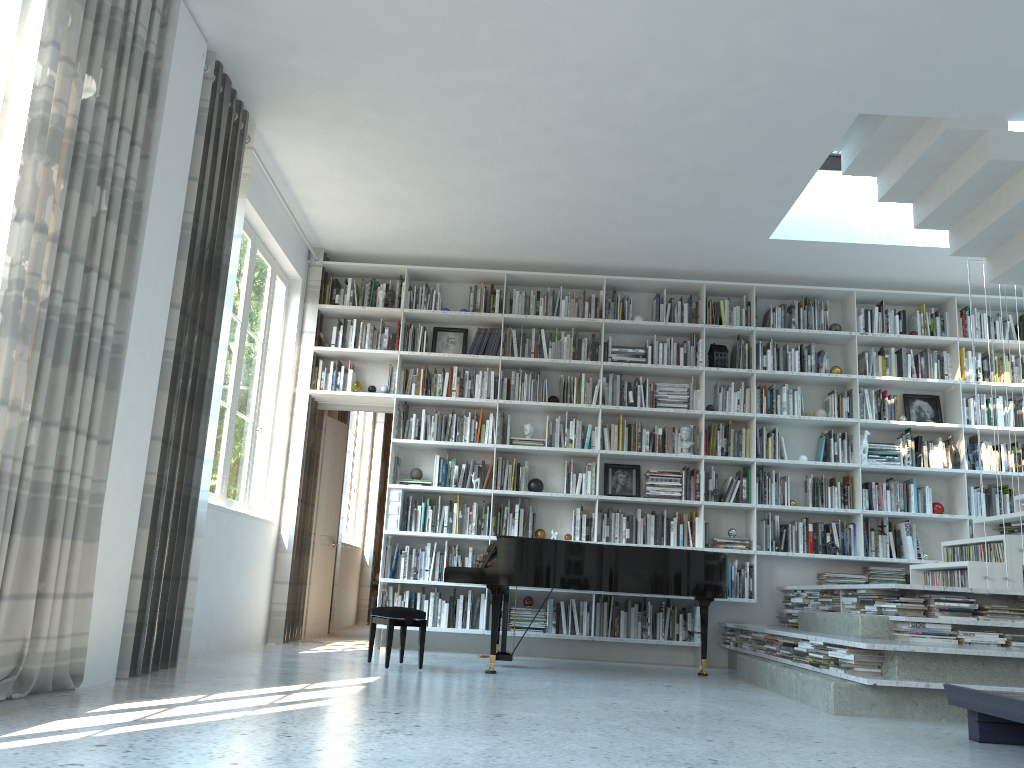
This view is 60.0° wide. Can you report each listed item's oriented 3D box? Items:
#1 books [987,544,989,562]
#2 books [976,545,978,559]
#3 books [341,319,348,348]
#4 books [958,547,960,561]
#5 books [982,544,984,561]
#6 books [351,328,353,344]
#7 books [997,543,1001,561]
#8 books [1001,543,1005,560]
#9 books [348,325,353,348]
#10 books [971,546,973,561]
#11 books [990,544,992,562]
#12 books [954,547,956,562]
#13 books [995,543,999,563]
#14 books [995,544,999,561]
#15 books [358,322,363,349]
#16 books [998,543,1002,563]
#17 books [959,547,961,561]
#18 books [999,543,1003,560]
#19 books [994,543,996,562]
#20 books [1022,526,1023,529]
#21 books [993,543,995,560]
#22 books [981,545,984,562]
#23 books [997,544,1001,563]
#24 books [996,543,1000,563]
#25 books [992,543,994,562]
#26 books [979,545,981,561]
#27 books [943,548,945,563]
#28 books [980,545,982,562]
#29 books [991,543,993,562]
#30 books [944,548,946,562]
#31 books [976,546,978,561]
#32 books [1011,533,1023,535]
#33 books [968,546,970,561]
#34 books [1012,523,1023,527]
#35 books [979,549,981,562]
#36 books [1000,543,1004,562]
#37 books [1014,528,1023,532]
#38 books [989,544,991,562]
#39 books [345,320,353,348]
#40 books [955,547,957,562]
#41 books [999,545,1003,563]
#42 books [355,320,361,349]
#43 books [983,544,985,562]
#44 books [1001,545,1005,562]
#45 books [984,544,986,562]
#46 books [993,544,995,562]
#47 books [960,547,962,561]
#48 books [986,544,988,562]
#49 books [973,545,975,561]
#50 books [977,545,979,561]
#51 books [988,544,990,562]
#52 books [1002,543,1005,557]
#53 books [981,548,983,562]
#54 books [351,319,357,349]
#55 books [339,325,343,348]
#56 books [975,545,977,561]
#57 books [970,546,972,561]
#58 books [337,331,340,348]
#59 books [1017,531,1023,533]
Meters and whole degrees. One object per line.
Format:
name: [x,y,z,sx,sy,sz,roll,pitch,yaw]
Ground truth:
books: [3.130,1.096,5.711,0.125,0.125,0.007,3,-13,1]
books: [3.130,1.127,5.844,0.125,0.125,0.011,3,-13,1]
books: [-1.417,-0.392,7.553,0.023,0.282,0.186,3,-13,1]
books: [3.130,1.184,6.086,0.125,0.125,0.008,3,-13,1]
books: [3.130,1.111,5.773,0.125,0.125,0.018,3,-13,1]
books: [-1.351,-0.350,7.555,0.010,0.208,0.165,3,-13,1]
books: [3.129,1.067,5.579,0.125,0.123,0.034,3,-13,1]
books: [3.129,1.056,5.534,0.125,0.123,0.036,3,-13,1]
books: [-1.367,-0.363,7.569,0.024,0.238,0.156,3,-13,1]
books: [3.130,1.143,5.909,0.125,0.125,0.008,3,-13,1]
books: [3.129,1.088,5.675,0.125,0.125,0.010,3,-13,1]
books: [3.130,1.197,6.140,0.125,0.125,0.010,3,-13,1]
books: [3.129,1.075,5.621,0.125,0.125,0.011,3,-13,1]
books: [3.129,1.072,5.603,0.125,0.123,0.034,3,-13,1]
books: [-1.279,-0.376,7.556,0.013,0.268,0.162,3,-13,1]
books: [3.129,1.065,5.572,0.125,0.123,0.034,3,-13,1]
books: [3.130,1.181,6.070,0.125,0.125,0.008,3,-13,1]
books: [3.129,1.062,5.556,0.125,0.123,0.036,3,-13,1]
books: [3.129,1.077,5.630,0.125,0.125,0.008,3,-13,1]
books: [3.553,0.971,5.999,0.133,0.017,0.179,2,-13,5]
books: [3.129,1.079,5.638,0.125,0.125,0.007,3,-13,1]
books: [3.130,1.113,5.783,0.125,0.125,0.012,3,-13,1]
books: [3.129,1.069,5.587,0.125,0.122,0.037,3,-13,1]
books: [3.129,1.071,5.595,0.125,0.123,0.035,3,-13,1]
books: [3.129,1.082,5.652,0.125,0.125,0.008,3,-13,1]
books: [3.130,1.119,5.809,0.125,0.125,0.013,3,-13,1]
books: [3.131,1.234,6.296,0.125,0.125,0.009,3,-13,1]
books: [3.130,1.117,5.801,0.125,0.125,0.009,3,-13,1]
books: [3.129,1.086,5.668,0.125,0.125,0.010,3,-13,1]
books: [3.131,1.230,6.281,0.125,0.125,0.009,3,-13,1]
books: [3.130,1.130,5.854,0.125,0.125,0.009,3,-13,1]
books: [3.526,1.017,5.988,0.184,0.013,0.226,4,-13,-2]
books: [3.130,1.152,5.949,0.125,0.125,0.007,3,-13,1]
books: [3.529,0.954,6.003,0.177,0.014,0.194,4,-13,-4]
books: [3.130,1.123,5.823,0.125,0.125,0.016,3,-13,1]
books: [3.129,1.060,5.549,0.125,0.123,0.035,3,-13,1]
books: [3.526,0.992,5.994,0.189,0.012,0.156,2,-13,4]
books: [3.129,1.091,5.689,0.125,0.125,0.008,3,-13,1]
books: [-1.391,-0.388,7.575,0.028,0.287,0.133,3,-13,1]
books: [3.130,1.193,6.123,0.125,0.125,0.009,3,-13,1]
books: [3.129,1.063,5.564,0.125,0.123,0.035,3,-13,1]
books: [-1.304,-0.387,7.567,0.037,0.291,0.156,3,-13,1]
books: [3.130,1.108,5.760,0.125,0.125,0.009,3,-13,1]
books: [3.129,1.058,5.542,0.125,0.123,0.034,3,-13,1]
books: [3.130,1.106,5.751,0.125,0.125,0.007,3,-13,1]
books: [3.129,1.081,5.645,0.125,0.125,0.008,3,-13,1]
books: [3.130,1.177,6.056,0.125,0.125,0.007,3,-13,1]
books: [3.130,1.100,5.728,0.125,0.125,0.010,3,-13,1]
books: [3.130,1.138,5.888,0.125,0.125,0.008,3,-13,1]
books: [3.130,1.125,5.834,0.125,0.125,0.009,3,-13,1]
books: [3.130,1.094,5.703,0.125,0.125,0.007,3,-13,1]
books: [3.129,1.054,5.526,0.125,0.123,0.034,3,-13,1]
books: [3.130,1.115,5.793,0.125,0.125,0.007,3,-13,1]
books: [-1.333,-0.390,7.548,0.021,0.285,0.179,3,-13,1]
books: [-1.441,-0.365,7.552,0.022,0.227,0.172,3,-13,1]
books: [3.130,1.132,5.863,0.125,0.125,0.013,3,-13,1]
books: [3.130,1.147,5.927,0.125,0.125,0.010,3,-13,1]
books: [-1.465,-0.343,7.574,0.024,0.192,0.138,3,-13,1]
books: [3.539,1.005,5.991,0.149,0.013,0.220,2,-13,6]
